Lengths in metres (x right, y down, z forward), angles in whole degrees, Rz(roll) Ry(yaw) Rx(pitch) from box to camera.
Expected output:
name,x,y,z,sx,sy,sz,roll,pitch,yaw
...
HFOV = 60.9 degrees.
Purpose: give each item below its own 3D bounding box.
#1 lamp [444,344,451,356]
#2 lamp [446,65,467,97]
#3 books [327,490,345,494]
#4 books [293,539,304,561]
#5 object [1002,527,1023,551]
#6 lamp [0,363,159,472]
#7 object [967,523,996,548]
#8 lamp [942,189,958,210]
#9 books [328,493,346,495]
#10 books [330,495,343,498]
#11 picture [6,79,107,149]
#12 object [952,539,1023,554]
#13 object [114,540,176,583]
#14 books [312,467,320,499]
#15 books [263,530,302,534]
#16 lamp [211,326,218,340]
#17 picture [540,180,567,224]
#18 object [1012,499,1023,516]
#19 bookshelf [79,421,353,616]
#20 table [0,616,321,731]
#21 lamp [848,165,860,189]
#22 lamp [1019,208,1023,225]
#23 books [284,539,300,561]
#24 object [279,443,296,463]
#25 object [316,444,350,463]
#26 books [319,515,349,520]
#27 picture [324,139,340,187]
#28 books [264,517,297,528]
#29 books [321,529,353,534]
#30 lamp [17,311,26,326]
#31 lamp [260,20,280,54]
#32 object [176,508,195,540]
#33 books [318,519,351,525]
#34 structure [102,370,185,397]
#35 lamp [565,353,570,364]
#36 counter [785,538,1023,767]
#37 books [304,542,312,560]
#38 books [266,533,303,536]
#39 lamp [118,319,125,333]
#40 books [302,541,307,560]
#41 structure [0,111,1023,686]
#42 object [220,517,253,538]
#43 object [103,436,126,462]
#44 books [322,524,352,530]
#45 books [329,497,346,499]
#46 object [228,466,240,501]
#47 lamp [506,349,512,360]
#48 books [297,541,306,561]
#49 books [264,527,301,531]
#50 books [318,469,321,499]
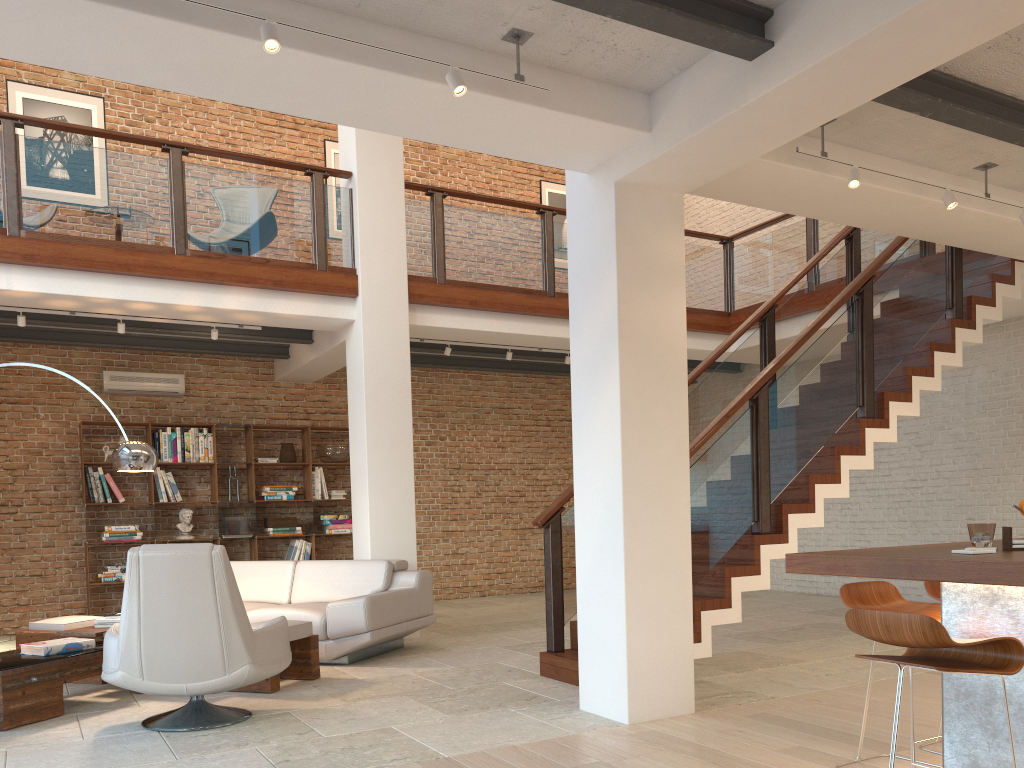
name,x,y,z,sx,sy,sz,roll,pitch,yaw
lamp,-0.660,-0.343,8.942,0.086,0.128,0.059,-2,0,31
lamp,-0.218,-1.184,3.406,0.086,0.128,0.059,-2,0,31
books,-2.099,1.291,10.415,0.132,0.033,0.208,5,-10,-39
books,-2.540,2.000,10.186,0.161,0.371,0.245,-2,-1,-29
object,1.789,0.538,3.045,0.115,0.081,0.094,-3,-4,16
lamp,-3.602,1.013,6.525,2.033,2.342,0.318,-2,2,7
object,1.643,0.530,3.049,0.091,0.084,0.092,-1,-4,-14
lamp,2.460,-1.039,4.901,0.060,0.128,0.086,-2,-1,-27
books,-2.093,1.319,10.423,0.171,0.018,0.239,2,-9,-26
books,-2.097,1.344,10.417,0.132,0.033,0.208,1,-9,-19
picture,-4.736,-2.484,9.114,0.912,1.192,0.027,-1,1,-29
object,1.656,0.562,3.019,0.395,0.034,0.200,2,-9,-25
object,-2.411,1.377,5.999,0.318,0.603,0.543,-2,-2,31
books,-2.330,1.177,10.287,0.036,0.382,0.245,-3,0,-30
books,-2.668,1.724,10.139,0.380,0.036,0.246,4,-10,-34
lamp,-2.672,-0.456,7.832,0.060,0.115,0.095,-2,-2,-23
picture,0.800,-2.185,12.209,0.912,1.192,0.027,-1,1,-29
object,2.029,0.481,3.172,0.365,0.220,0.368,-4,-6,26
bookshelf,-3.134,1.568,9.835,3.032,2.190,0.366,1,0,-29
table,-2.652,1.811,5.697,2.213,0.426,1.984,-5,-9,21
lamp,1.776,-1.075,4.526,0.059,0.128,0.087,-2,-1,21
lamp,3.110,-1.004,5.264,0.060,0.128,0.086,-2,-1,-27
books,-2.588,2.003,10.186,0.163,0.370,0.245,-2,-1,-29
object,-2.592,0.802,10.073,0.193,0.232,0.194,-2,-2,18
object,-2.113,0.841,10.390,0.439,0.217,0.439,-3,-7,12
books,-2.137,1.598,10.425,0.326,0.055,0.257,1,-9,-19
picture,-1.846,-2.328,10.730,0.912,1.192,0.027,-1,1,-29
books,-2.681,1.605,10.100,0.335,0.118,0.215,2,-7,-29
books,-2.095,1.766,10.440,0.326,0.055,0.257,2,-9,-27
lamp,-3.988,-0.526,7.085,0.061,0.120,0.086,-2,-1,-27
lamp,-0.847,-1.218,3.052,0.060,0.128,0.086,-2,-1,-27
object,-3.596,1.536,9.587,0.196,0.349,0.194,-2,0,-14
books,-2.121,1.655,10.436,0.326,0.055,0.257,3,-9,-29
structure,-4.000,0.000,9.474,0.812,0.218,0.201,3,-5,-29
lamp,0.618,-0.273,9.660,0.060,0.128,0.086,-2,-1,-27
counter,2.379,0.954,2.597,1.686,0.912,2.522,2,-8,-29
books,-2.439,2.025,10.248,0.116,0.332,0.256,-2,-1,-29
books,-2.648,1.751,10.134,0.356,0.020,0.275,3,-10,-31
lamp,-3.338,-0.487,7.448,0.060,0.128,0.086,-2,-1,-27
books,-2.484,2.018,10.239,0.097,0.353,0.273,-2,-1,-30
structure,1.292,-0.321,4.628,10.154,4.108,13.996,2,-9,-29
object,-3.124,1.614,9.822,0.335,0.231,0.286,1,-5,-29
object,-4.177,0.686,9.194,0.251,0.282,0.131,-1,0,-21
books,-2.075,1.711,10.450,0.327,0.055,0.257,4,-10,-34
books,-2.097,1.373,10.434,0.171,0.018,0.239,2,-9,-21
object,-3.128,1.121,9.787,0.121,0.397,0.062,-2,2,-27
lamp,-0.031,-0.308,9.297,0.060,0.128,0.086,-2,-1,-27
books,-2.498,2.013,10.221,0.097,0.353,0.273,-2,-1,-30
books,-2.665,1.682,10.100,0.380,0.036,0.247,3,-10,-30
books,-2.310,1.193,10.309,0.020,0.357,0.273,-3,-1,-30
